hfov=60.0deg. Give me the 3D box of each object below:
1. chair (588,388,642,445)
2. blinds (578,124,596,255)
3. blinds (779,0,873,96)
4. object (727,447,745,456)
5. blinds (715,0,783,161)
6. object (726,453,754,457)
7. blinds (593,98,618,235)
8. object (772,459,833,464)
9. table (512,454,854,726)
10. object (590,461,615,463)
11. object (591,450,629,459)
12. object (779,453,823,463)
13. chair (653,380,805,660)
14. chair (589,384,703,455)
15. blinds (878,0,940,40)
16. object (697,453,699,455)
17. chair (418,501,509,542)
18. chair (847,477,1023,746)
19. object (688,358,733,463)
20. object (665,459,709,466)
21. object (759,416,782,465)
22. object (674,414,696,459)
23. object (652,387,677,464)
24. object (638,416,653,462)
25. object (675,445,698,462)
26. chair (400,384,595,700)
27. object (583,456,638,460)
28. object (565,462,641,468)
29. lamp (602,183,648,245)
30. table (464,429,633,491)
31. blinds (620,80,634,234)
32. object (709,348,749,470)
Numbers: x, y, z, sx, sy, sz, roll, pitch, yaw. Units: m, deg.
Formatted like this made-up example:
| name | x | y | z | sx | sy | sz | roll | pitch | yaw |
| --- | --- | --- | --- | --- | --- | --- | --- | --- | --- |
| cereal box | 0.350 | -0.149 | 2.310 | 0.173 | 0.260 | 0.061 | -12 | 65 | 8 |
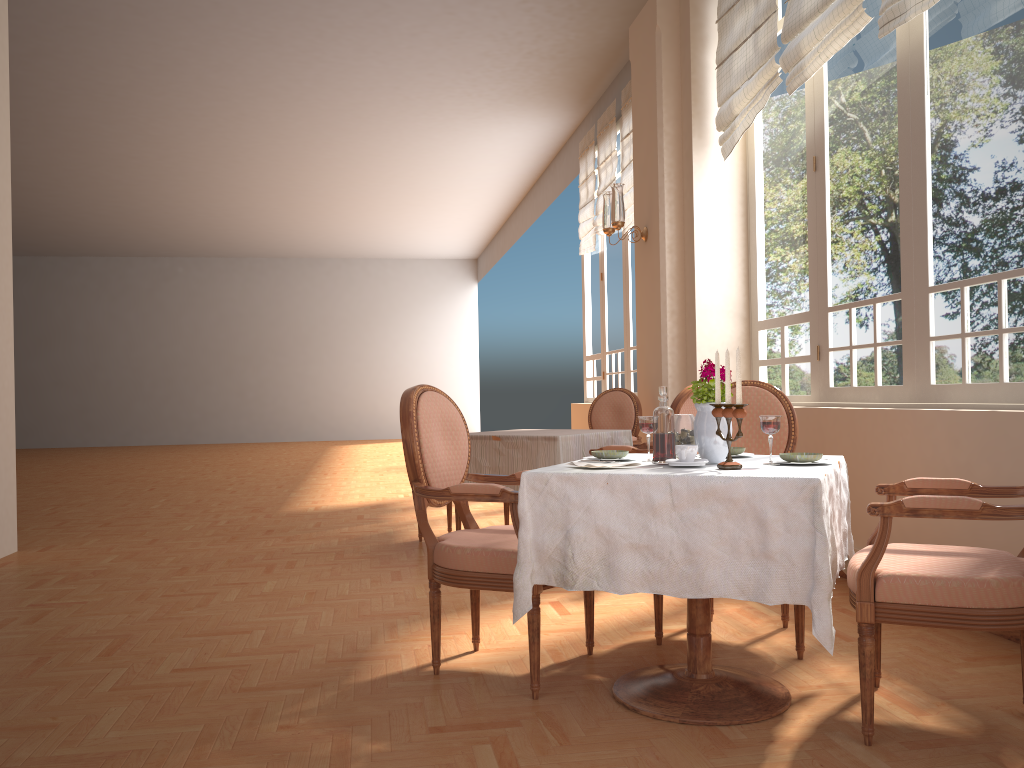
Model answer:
| name | x | y | z | sx | sy | sz | roll | pitch | yaw |
| --- | --- | --- | --- | --- | --- | --- | --- | --- | --- |
| chair | 0.559 | 0.489 | 5.668 | 0.521 | 0.931 | 0.593 | -1 | 0 | 36 |
| blinds | 0.786 | -1.995 | 9.340 | 0.038 | 1.292 | 0.689 | -1 | 0 | -9 |
| blinds | 1.460 | -2.112 | 4.199 | 0.085 | 1.235 | 0.787 | -1 | 0 | -9 |
| object | 0.685 | 0.216 | 2.830 | 0.117 | 0.024 | 0.117 | -1 | -1 | -30 |
| blinds | 1.329 | -2.027 | 5.015 | 0.072 | 1.376 | 0.843 | -1 | 0 | -9 |
| object | 0.685 | 0.226 | 2.830 | 0.171 | 0.005 | 0.171 | -1 | -1 | 21 |
| blinds | 0.896 | -2.037 | 8.559 | 0.085 | 1.235 | 0.699 | -1 | 0 | -9 |
| object | 0.813 | 0.219 | 2.492 | 0.171 | 0.005 | 0.171 | -2 | -1 | 41 |
| table | 0.540 | 0.569 | 2.602 | 0.829 | 0.680 | 0.836 | -1 | -1 | 24 |
| object | 0.247 | 0.232 | 2.639 | 0.125 | 0.006 | 0.027 | -1 | -1 | 24 |
| object | 0.306 | 0.222 | 2.771 | 0.117 | 0.024 | 0.117 | -1 | -1 | 1 |
| object | 0.812 | 0.209 | 2.492 | 0.117 | 0.024 | 0.117 | -2 | -1 | 32 |
| chair | 0.824 | 0.449 | 3.242 | 0.521 | 0.931 | 0.593 | -1 | 0 | 24 |
| chair | 0.742 | 0.471 | 4.696 | 0.593 | 0.931 | 0.521 | -1 | 0 | 36 |
| blinds | 1.599 | -2.094 | 3.372 | 0.054 | 1.301 | 0.774 | -1 | 0 | -9 |
| object | 0.597 | 0.229 | 2.873 | 0.013 | 0.004 | 0.127 | -1 | -1 | 28 |
| chair | -0.373 | 0.505 | 5.509 | 0.593 | 0.931 | 0.521 | -1 | 0 | 36 |
| chair | 1.194 | 0.428 | 2.325 | 0.593 | 0.931 | 0.521 | -1 | 0 | 24 |
| object | 0.578 | 0.075 | 2.561 | 0.124 | 0.302 | 0.143 | -1 | 0 | -11 |
| object | 0.488 | 0.220 | 2.476 | 0.119 | 0.016 | 0.119 | -1 | -1 | 11 |
| object | 0.718 | 0.156 | 2.461 | 0.062 | 0.135 | 0.062 | -1 | 0 | 22 |
| object | 0.517 | 0.161 | 2.669 | 0.093 | 0.138 | 0.093 | -1 | 0 | 19 |
| object | 0.439 | 0.119 | 2.566 | 0.074 | 0.222 | 0.074 | -1 | 0 | -30 |
| object | 0.408 | 0.165 | 2.649 | 0.062 | 0.135 | 0.062 | -1 | 0 | 22 |
| object | 0.482 | 0.196 | 2.472 | 0.078 | 0.049 | 0.062 | -1 | -1 | -37 |
| chair | -0.059 | 0.460 | 2.904 | 0.593 | 0.931 | 0.521 | -1 | 0 | 24 |
| object | 0.306 | 0.233 | 2.770 | 0.171 | 0.005 | 0.171 | -2 | -1 | 28 |
| object | 0.236 | 0.226 | 2.474 | 0.234 | 0.012 | 0.095 | -2 | -1 | 29 |
| lamp | 0.755 | -1.120 | 5.901 | 0.274 | 0.362 | 0.320 | -1 | 0 | -9 |
| table | 0.162 | 0.615 | 5.095 | 0.829 | 0.677 | 0.831 | -1 | -1 | 36 |
| blinds | 1.040 | -2.019 | 7.716 | 0.054 | 1.301 | 0.689 | -1 | 0 | -9 |
| object | 0.579 | 0.065 | 2.373 | 0.059 | 0.325 | 0.177 | -1 | 0 | -10 |
